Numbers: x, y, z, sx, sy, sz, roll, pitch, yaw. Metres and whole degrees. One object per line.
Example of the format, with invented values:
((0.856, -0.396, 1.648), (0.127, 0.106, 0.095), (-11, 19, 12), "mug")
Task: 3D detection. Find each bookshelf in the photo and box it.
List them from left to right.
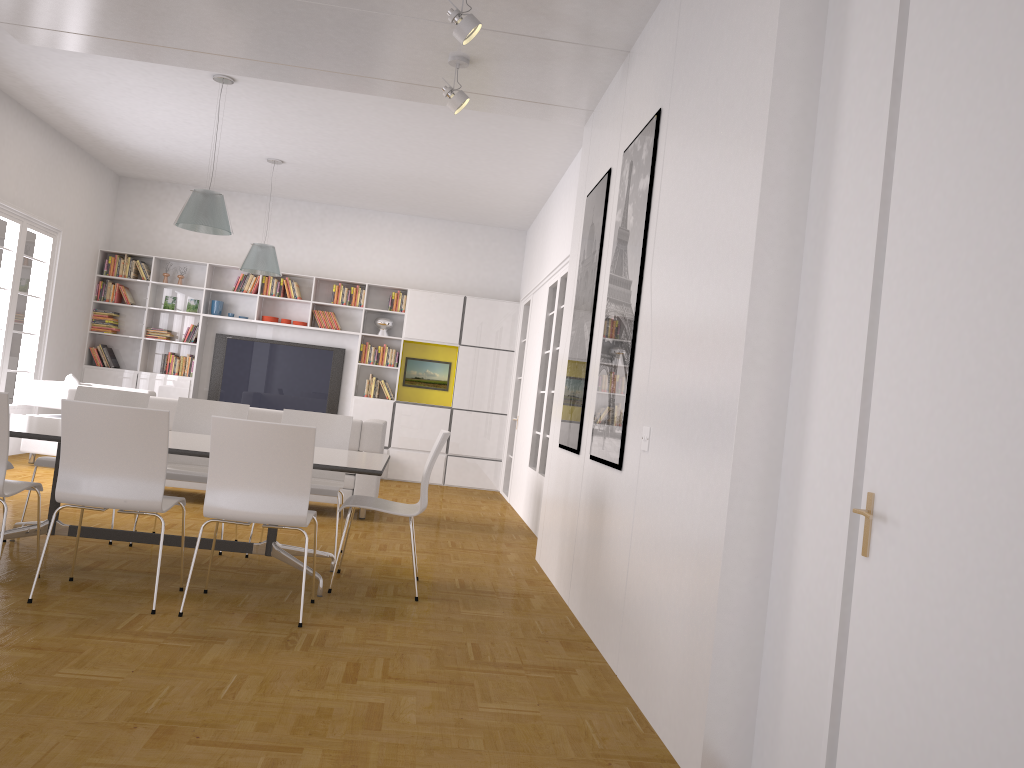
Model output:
((-2.683, -0.144, 11.493), (5.363, 2.482, 0.389), (7, -3, -6), "bookshelf")

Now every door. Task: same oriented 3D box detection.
((0.075, 0.172, 10.842), (0.139, 2.456, 1.008), (7, -2, -6), "door")
((0.972, 0.060, 1.900), (0.132, 2.455, 0.871), (7, -2, -6), "door")

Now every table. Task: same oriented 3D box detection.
((-1.955, 0.668, 4.993), (2.410, 0.723, 1.210), (7, -2, -6), "table")

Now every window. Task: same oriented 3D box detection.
((-5.078, -0.525, 8.196), (0.195, 2.530, 3.348), (7, -2, -6), "window")

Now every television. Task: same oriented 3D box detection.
((-3.061, -0.017, 11.515), (1.659, 1.089, 0.082), (7, -3, -6), "television")

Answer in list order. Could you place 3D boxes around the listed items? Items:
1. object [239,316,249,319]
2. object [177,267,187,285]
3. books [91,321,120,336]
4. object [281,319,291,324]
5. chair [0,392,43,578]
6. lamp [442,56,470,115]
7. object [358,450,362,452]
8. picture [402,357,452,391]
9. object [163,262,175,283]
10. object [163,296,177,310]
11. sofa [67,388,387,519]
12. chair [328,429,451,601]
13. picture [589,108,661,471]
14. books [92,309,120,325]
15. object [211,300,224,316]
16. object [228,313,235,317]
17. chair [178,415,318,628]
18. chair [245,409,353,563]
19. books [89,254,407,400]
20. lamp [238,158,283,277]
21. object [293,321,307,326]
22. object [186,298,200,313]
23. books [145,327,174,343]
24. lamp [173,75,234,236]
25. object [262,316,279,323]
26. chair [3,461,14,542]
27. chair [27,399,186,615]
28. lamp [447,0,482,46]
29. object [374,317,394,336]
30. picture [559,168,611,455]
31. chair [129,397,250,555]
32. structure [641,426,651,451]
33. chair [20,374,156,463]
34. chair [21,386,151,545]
((-3.452, -0.847, 11.398), (0.124, 0.032, 0.123), (7, -2, -20), "object")
((-4.281, -1.389, 11.384), (0.179, 0.260, 0.119), (6, -2, 15), "object")
((-5.151, -0.699, 11.237), (0.283, 0.153, 0.207), (7, -2, -6), "books")
((-2.921, -0.799, 11.463), (0.128, 0.073, 0.129), (7, -2, -9), "object")
((-2.559, 0.477, 4.155), (0.561, 0.932, 0.575), (7, -2, -6), "chair")
((-0.345, -1.932, 5.770), (0.174, 0.365, 0.167), (5, -3, 37), "lamp")
((-1.865, 0.994, 11.106), (0.211, 0.391, 0.217), (7, -2, -6), "object")
((-1.126, -0.129, 11.755), (0.609, 0.388, 0.007), (7, -3, -6), "picture")
((-4.396, -1.413, 11.355), (0.120, 0.279, 0.179), (7, -2, 0), "object")
((-4.410, -1.038, 11.426), (0.144, 0.190, 0.051), (7, -2, -6), "object")
((-2.484, 0.603, 7.874), (2.622, 0.849, 0.822), (7, -2, -6), "sofa")
((-0.694, 0.709, 5.139), (0.575, 0.932, 0.560), (7, -2, -6), "chair")
((0.581, -0.462, 4.688), (0.016, 1.782, 0.786), (7, -2, -6), "picture")
((-5.150, -0.849, 11.243), (0.252, 0.153, 0.207), (7, -2, -6), "books")
((-3.784, -0.967, 11.368), (0.147, 0.193, 0.147), (7, -2, -16), "object")
((-3.605, -0.877, 11.383), (0.078, 0.056, 0.078), (6, -2, 20), "object")
((-1.214, 0.636, 4.288), (0.561, 0.932, 0.575), (7, -2, -6), "chair")
((-1.359, 0.657, 5.838), (0.561, 0.932, 0.575), (7, -2, -6), "chair")
((-3.356, -0.728, 11.408), (3.861, 1.457, 0.235), (7, -3, -6), "books")
((-2.678, -1.837, 9.717), (0.464, 1.251, 0.464), (7, -2, -6), "lamp")
((-2.741, -0.775, 11.461), (0.182, 0.054, 0.183), (7, -1, -9), "object")
((-4.124, -1.005, 11.454), (0.144, 0.190, 0.051), (7, -2, -6), "object")
((-4.490, -0.621, 11.303), (0.283, 0.153, 0.207), (7, -2, -6), "books")
((-2.418, -1.868, 7.189), (0.464, 1.251, 0.464), (7, -2, -6), "lamp")
((-3.122, -0.829, 11.443), (0.210, 0.073, 0.211), (7, -2, -31), "object")
((-3.152, 0.426, 4.896), (0.575, 0.932, 0.560), (7, -2, -6), "chair")
((-1.866, 0.559, 4.224), (0.561, 0.932, 0.575), (7, -2, -6), "chair")
((-0.227, -1.946, 4.619), (0.174, 0.365, 0.167), (5, -3, 37), "lamp")
((-1.684, -0.738, 11.583), (0.256, 0.239, 0.256), (7, -2, 2), "object")
((0.465, -0.448, 5.823), (0.013, 1.782, 0.786), (7, -2, -6), "picture")
((-2.052, 0.575, 5.769), (0.561, 0.932, 0.575), (7, -2, -6), "chair")
((0.585, 0.239, 3.882), (0.013, 0.104, 0.114), (7, -2, -6), "structure")
((-4.351, 0.374, 9.203), (0.801, 0.912, 1.095), (6, -2, 4), "chair")
((-2.705, 0.498, 5.705), (0.561, 0.932, 0.575), (7, -2, -6), "chair")
